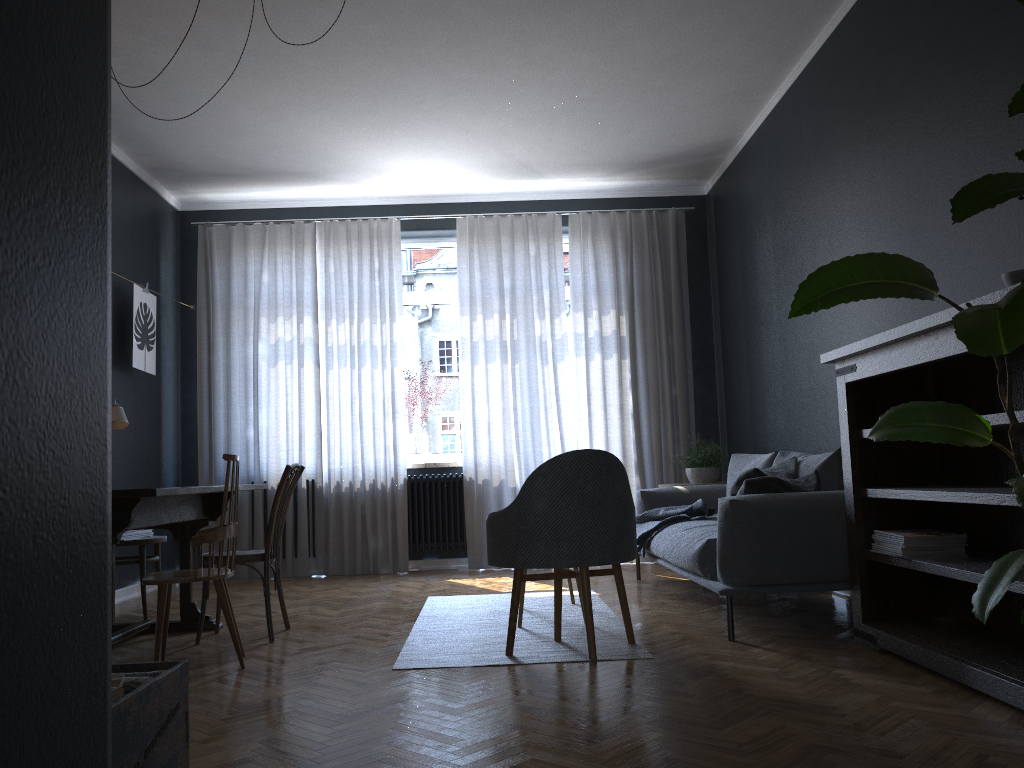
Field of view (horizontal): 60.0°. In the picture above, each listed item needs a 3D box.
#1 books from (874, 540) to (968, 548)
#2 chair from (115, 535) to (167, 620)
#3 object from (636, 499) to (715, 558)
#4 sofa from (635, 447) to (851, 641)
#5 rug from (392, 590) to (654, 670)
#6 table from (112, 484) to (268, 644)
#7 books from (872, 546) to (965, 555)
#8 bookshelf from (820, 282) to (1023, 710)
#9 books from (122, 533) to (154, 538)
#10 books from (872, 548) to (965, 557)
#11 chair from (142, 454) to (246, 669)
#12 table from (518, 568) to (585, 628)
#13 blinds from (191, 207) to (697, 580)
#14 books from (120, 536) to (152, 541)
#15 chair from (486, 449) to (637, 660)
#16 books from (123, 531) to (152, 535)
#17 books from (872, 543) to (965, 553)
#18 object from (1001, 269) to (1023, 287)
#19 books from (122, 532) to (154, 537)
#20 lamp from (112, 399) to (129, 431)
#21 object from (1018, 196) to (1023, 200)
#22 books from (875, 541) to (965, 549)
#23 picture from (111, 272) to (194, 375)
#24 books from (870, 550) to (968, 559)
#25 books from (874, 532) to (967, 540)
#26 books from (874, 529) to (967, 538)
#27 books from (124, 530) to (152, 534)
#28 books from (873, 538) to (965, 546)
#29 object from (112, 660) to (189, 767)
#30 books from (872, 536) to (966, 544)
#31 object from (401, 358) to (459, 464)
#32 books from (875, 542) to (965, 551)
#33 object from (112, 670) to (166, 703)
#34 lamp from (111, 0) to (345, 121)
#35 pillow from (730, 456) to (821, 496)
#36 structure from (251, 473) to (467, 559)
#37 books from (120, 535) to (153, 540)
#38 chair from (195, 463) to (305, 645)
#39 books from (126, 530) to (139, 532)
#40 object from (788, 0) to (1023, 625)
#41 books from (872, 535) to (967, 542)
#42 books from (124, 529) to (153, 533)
[{"bbox_3d":[1.508,0.588,3.288,0.218,0.006,0.305,-3,-6,3],"label":"books"},{"bbox_3d":[-2.207,0.852,4.922,0.549,0.919,0.438,-2,-5,-4],"label":"chair"},{"bbox_3d":[0.946,0.858,5.356,0.490,0.329,0.667,-3,-6,3],"label":"object"},{"bbox_3d":[1.266,0.765,4.792,0.970,0.797,2.343,-2,-6,-2],"label":"sofa"},{"bbox_3d":[0.018,1.172,4.379,1.003,0.013,2.014,-2,-6,-2],"label":"rug"},{"bbox_3d":[-1.831,0.832,3.900,1.126,0.726,1.606,-2,-6,-2],"label":"table"},{"bbox_3d":[1.503,0.613,3.294,0.218,0.008,0.305,-3,-6,3],"label":"books"},{"bbox_3d":[1.555,0.355,2.695,0.451,1.170,1.921,-2,-6,-2],"label":"bookshelf"},{"bbox_3d":[-2.168,0.842,4.900,0.218,0.008,0.305,-3,-6,10],"label":"books"},{"bbox_3d":[1.503,0.621,3.295,0.218,0.007,0.305,-3,-6,3],"label":"books"},{"bbox_3d":[-1.291,0.720,3.608,0.384,0.855,0.456,-1,-5,-17],"label":"chair"},{"bbox_3d":[0.176,0.908,4.542,0.339,0.549,0.789,-2,-5,-2],"label":"table"},{"bbox_3d":[-0.480,0.049,6.990,3.992,2.785,0.313,-2,-5,-2],"label":"blinds"},{"bbox_3d":[-2.168,0.856,4.899,0.218,0.008,0.305,-3,-6,5],"label":"books"},{"bbox_3d":[0.251,0.679,3.627,0.645,0.810,0.495,0,-6,-23],"label":"chair"},{"bbox_3d":[-2.174,0.829,4.902,0.218,0.008,0.288,-3,-6,12],"label":"books"},{"bbox_3d":[1.501,0.605,3.296,0.218,0.013,0.305,-3,-6,3],"label":"books"},{"bbox_3d":[1.510,-0.298,2.554,0.255,0.103,0.118,2,-7,-36],"label":"object"},{"bbox_3d":[-2.168,0.834,4.899,0.219,0.013,0.305,-3,-6,10],"label":"books"},{"bbox_3d":[-2.223,0.639,4.795,0.801,1.068,0.242,-7,-7,43],"label":"lamp"},{"bbox_3d":[1.647,-0.453,2.726,0.145,0.437,0.130,-6,-6,34],"label":"object"},{"bbox_3d":[1.508,0.594,3.296,0.218,0.008,0.288,-3,-6,4],"label":"books"},{"bbox_3d":[-2.486,-0.475,4.858,0.058,0.770,4.463,-2,-6,-2],"label":"picture"},{"bbox_3d":[1.503,0.628,3.293,0.218,0.008,0.305,-2,-6,-2],"label":"books"},{"bbox_3d":[1.508,0.561,3.291,0.218,0.008,0.305,-3,-6,3],"label":"books"},{"bbox_3d":[1.507,0.553,3.290,0.218,0.013,0.305,-3,-6,3],"label":"books"},{"bbox_3d":[-2.175,0.823,4.902,0.218,0.008,0.288,-3,-6,12],"label":"books"},{"bbox_3d":[1.504,0.583,3.292,0.218,0.008,0.288,-2,-6,2],"label":"books"},{"bbox_3d":[-0.925,0.779,1.757,0.383,0.325,0.553,-2,-6,-2],"label":"object"},{"bbox_3d":[1.502,0.576,3.290,0.218,0.008,0.305,-2,-6,2],"label":"books"},{"bbox_3d":[-0.725,0.223,7.059,0.514,0.808,0.600,0,-6,-27],"label":"object"},{"bbox_3d":[1.507,0.600,3.296,0.218,0.008,0.288,-3,-6,4],"label":"books"},{"bbox_3d":[-0.932,0.703,1.763,0.370,0.246,0.534,-2,-6,-1],"label":"object"},{"bbox_3d":[-1.310,-1.050,3.890,1.591,1.572,0.583,-5,-6,29],"label":"lamp"},{"bbox_3d":[1.221,0.526,4.186,0.442,0.361,0.798,-4,-6,16],"label":"pillow"},{"bbox_3d":[-1.137,1.030,6.952,1.846,0.599,0.216,-2,-5,-2],"label":"structure"},{"bbox_3d":[-2.168,0.849,4.898,0.218,0.007,0.305,-3,-6,10],"label":"books"},{"bbox_3d":[-1.252,0.798,4.259,0.467,0.819,0.363,-2,-5,-2],"label":"chair"},{"bbox_3d":[-2.171,0.813,4.908,0.218,0.008,0.288,-3,-6,10],"label":"books"},{"bbox_3d":[1.143,-0.113,1.454,1.118,1.896,0.765,-2,-5,-8],"label":"object"},{"bbox_3d":[1.504,0.569,3.291,0.218,0.008,0.305,-2,-6,2],"label":"books"},{"bbox_3d":[-2.174,0.818,4.911,0.218,0.006,0.305,-3,-6,10],"label":"books"}]
